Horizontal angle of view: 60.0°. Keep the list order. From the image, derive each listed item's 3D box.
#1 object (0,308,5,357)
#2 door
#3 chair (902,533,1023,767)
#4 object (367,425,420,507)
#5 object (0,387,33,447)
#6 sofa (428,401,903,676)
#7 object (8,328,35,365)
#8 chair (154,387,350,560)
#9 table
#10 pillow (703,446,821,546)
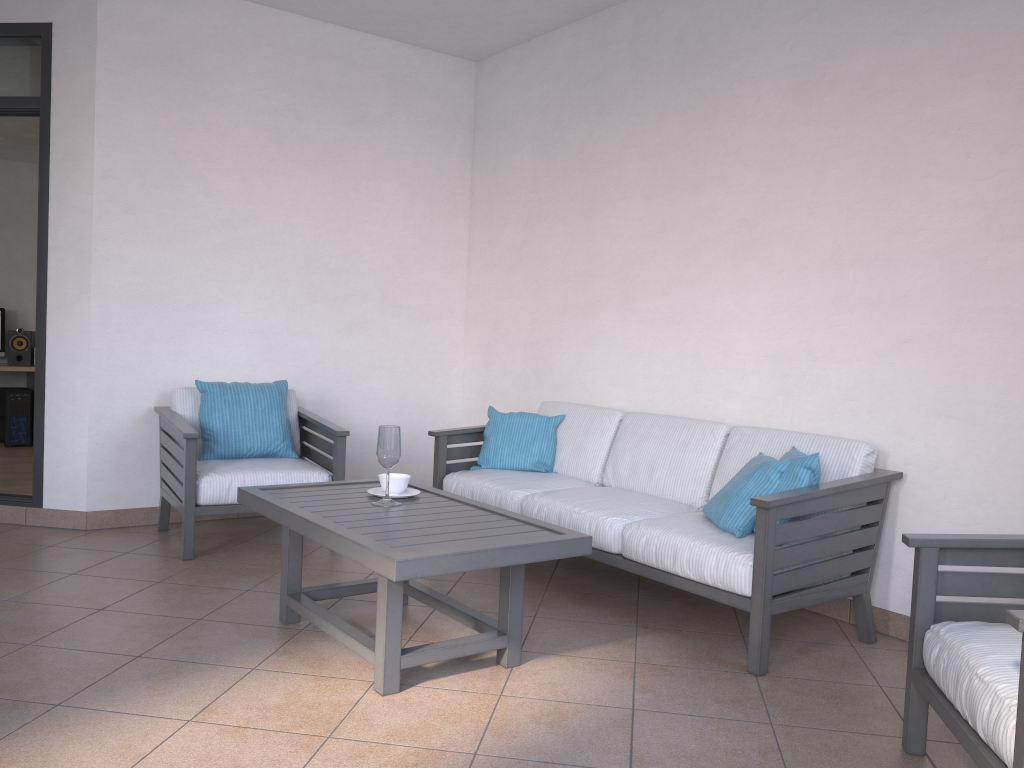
[{"bbox_3d":[-5.132,-0.459,8.252,0.716,0.535,0.190,1,3,-31],"label":"object"},{"bbox_3d":[-2.892,-0.609,4.363,0.905,2.500,0.924,3,3,9],"label":"door"},{"bbox_3d":[1.411,0.663,2.022,0.807,0.765,0.797,3,3,9],"label":"chair"},{"bbox_3d":[-0.466,0.289,3.346,0.203,0.284,0.337,3,3,14],"label":"object"},{"bbox_3d":[-4.686,0.310,8.373,0.215,0.527,0.474,1,3,-36],"label":"object"},{"bbox_3d":[0.514,0.529,4.014,0.807,0.765,2.161,1,3,-36],"label":"sofa"},{"bbox_3d":[-4.711,-0.362,8.519,0.198,0.354,0.249,2,3,-21],"label":"object"},{"bbox_3d":[-1.371,0.417,4.600,0.797,0.765,0.807,1,3,-31],"label":"chair"},{"bbox_3d":[-0.411,0.676,3.127,0.710,0.473,1.260,1,3,-36],"label":"table"},{"bbox_3d":[0.939,0.409,3.374,0.377,0.370,0.543,3,3,4],"label":"pillow"}]
